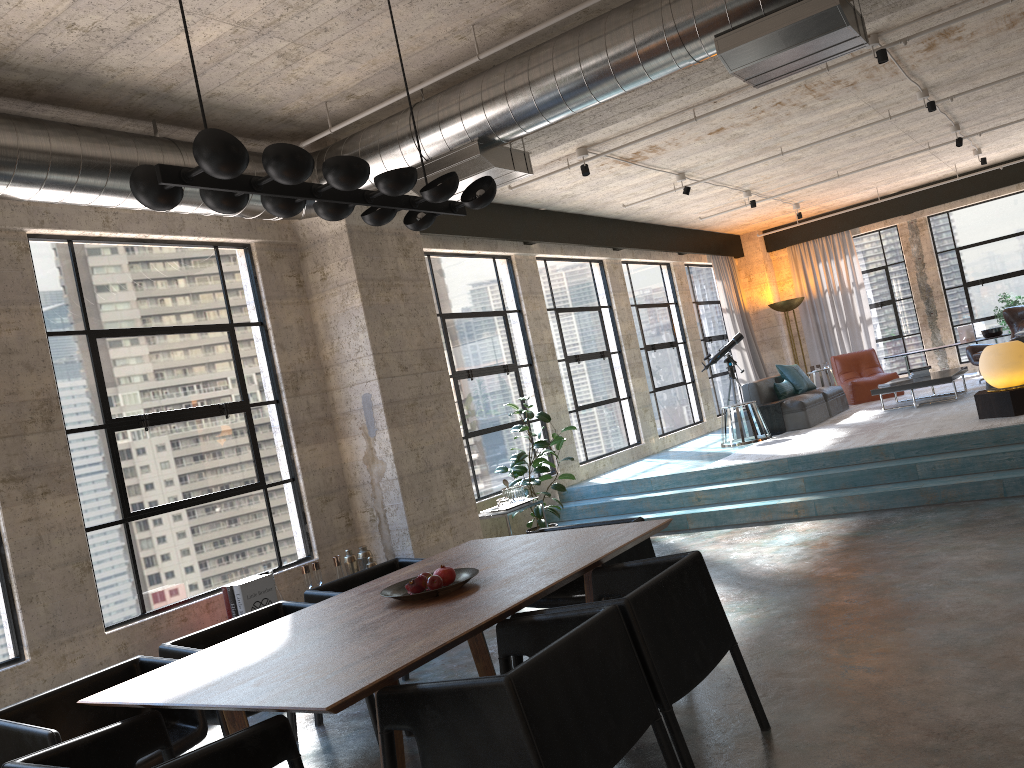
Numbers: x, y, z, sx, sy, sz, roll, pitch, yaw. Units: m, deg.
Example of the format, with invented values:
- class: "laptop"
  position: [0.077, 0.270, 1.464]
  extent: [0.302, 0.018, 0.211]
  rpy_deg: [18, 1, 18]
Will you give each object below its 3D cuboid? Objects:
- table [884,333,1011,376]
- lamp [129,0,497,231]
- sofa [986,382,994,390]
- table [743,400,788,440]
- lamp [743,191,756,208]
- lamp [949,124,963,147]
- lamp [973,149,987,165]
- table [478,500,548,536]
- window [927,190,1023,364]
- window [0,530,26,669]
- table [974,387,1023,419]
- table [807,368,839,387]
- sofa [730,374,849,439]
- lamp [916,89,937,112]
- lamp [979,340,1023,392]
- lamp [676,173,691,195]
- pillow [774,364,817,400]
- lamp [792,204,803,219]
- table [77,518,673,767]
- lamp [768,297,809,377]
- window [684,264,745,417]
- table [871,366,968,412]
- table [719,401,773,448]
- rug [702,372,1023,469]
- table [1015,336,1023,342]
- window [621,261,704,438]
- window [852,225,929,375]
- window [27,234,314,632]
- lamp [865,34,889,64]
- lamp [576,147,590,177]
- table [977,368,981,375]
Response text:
- class: "table"
  position: [7.023, -0.357, 14.130]
  extent: [2.004, 0.530, 0.715]
  rpy_deg: [-13, -2, 32]
- class: "lamp"
  position: [-0.872, -1.413, 3.896]
  extent: [0.583, 1.327, 1.813]
  rpy_deg: [-13, -2, 34]
- class: "sofa"
  position: [5.752, -0.283, 9.597]
  extent: [1.019, 0.680, 2.063]
  rpy_deg: [-13, -2, 34]
- class: "table"
  position: [3.198, 0.449, 11.134]
  extent: [0.420, 0.390, 0.413]
  rpy_deg: [-13, -2, 34]
- class: "lamp"
  position: [3.208, -2.484, 11.968]
  extent: [0.143, 0.223, 0.107]
  rpy_deg: [-11, -2, -22]
- class: "lamp"
  position: [5.298, -2.945, 10.540]
  extent: [0.144, 0.252, 0.107]
  rpy_deg: [-11, -2, -24]
- class: "lamp"
  position: [6.566, -3.178, 12.441]
  extent: [0.107, 0.223, 0.143]
  rpy_deg: [-11, -2, -43]
- class: "table"
  position: [-0.004, 1.421, 8.133]
  extent: [0.450, 0.563, 0.600]
  rpy_deg: [-13, -2, 34]
- class: "window"
  position: [7.925, -1.729, 14.313]
  extent: [1.780, 2.530, 0.081]
  rpy_deg: [-13, -2, 34]
- class: "window"
  position: [-5.232, 0.722, 1.838]
  extent: [0.081, 2.530, 7.902]
  rpy_deg: [-13, -2, 34]
- class: "table"
  position: [4.755, 0.127, 8.356]
  extent: [0.616, 0.230, 1.044]
  rpy_deg: [-13, -2, 34]
- class: "table"
  position: [4.588, 0.091, 13.035]
  extent: [0.549, 0.603, 0.549]
  rpy_deg: [-12, -1, 13]
- class: "sofa"
  position: [3.745, 0.199, 11.998]
  extent: [1.019, 0.680, 2.063]
  rpy_deg: [-13, -2, 34]
- class: "lamp"
  position: [4.027, -2.745, 8.623]
  extent: [0.141, 0.215, 0.107]
  rpy_deg: [-12, -1, 16]
- class: "lamp"
  position: [4.592, -0.173, 8.222]
  extent: [0.462, 0.417, 0.462]
  rpy_deg: [-11, -2, -28]
- class: "lamp"
  position: [1.951, -2.254, 10.056]
  extent: [0.144, 0.252, 0.107]
  rpy_deg: [-12, -1, 18]
- class: "pillow"
  position: [3.780, -0.066, 12.103]
  extent: [0.349, 0.466, 1.042]
  rpy_deg: [-13, -2, 44]
- class: "lamp"
  position: [4.485, -2.704, 13.900]
  extent: [0.143, 0.223, 0.107]
  rpy_deg: [-11, -2, -33]
- class: "table"
  position: [-0.301, 1.277, 3.816]
  extent: [1.299, 0.756, 2.410]
  rpy_deg: [-13, -2, 34]
- class: "lamp"
  position: [4.909, -0.537, 15.253]
  extent: [0.619, 1.822, 0.619]
  rpy_deg: [-13, -2, 34]
- class: "window"
  position: [3.446, -0.772, 14.915]
  extent: [0.081, 2.530, 1.780]
  rpy_deg: [-13, -2, 34]
- class: "table"
  position: [5.139, 0.073, 11.083]
  extent: [0.900, 0.309, 1.500]
  rpy_deg: [-13, -2, 34]
- class: "table"
  position: [2.799, 0.477, 10.774]
  extent: [0.620, 0.472, 0.620]
  rpy_deg: [-13, -2, 37]
- class: "rug"
  position: [5.238, 0.214, 11.381]
  extent: [2.954, 0.032, 7.768]
  rpy_deg: [-13, -2, 34]
- class: "table"
  position: [6.724, -0.389, 10.906]
  extent: [0.800, 0.570, 0.800]
  rpy_deg: [-13, -2, 34]
- class: "window"
  position: [2.210, -0.560, 13.054]
  extent: [0.081, 2.530, 1.780]
  rpy_deg: [-13, -2, 34]
- class: "window"
  position: [6.109, -1.316, 15.565]
  extent: [1.780, 2.530, 0.081]
  rpy_deg: [-13, -2, 34]
- class: "window"
  position: [-2.312, 0.219, 6.239]
  extent: [0.081, 2.530, 1.780]
  rpy_deg: [-13, -2, 34]
- class: "lamp"
  position: [2.750, -2.524, 6.709]
  extent: [0.141, 0.215, 0.107]
  rpy_deg: [-12, -1, 16]
- class: "lamp"
  position: [0.667, -2.040, 8.160]
  extent: [0.107, 0.236, 0.145]
  rpy_deg: [-12, -1, 17]
- class: "table"
  position: [7.365, -0.370, 13.784]
  extent: [0.331, 0.394, 0.331]
  rpy_deg: [-11, -1, -17]
